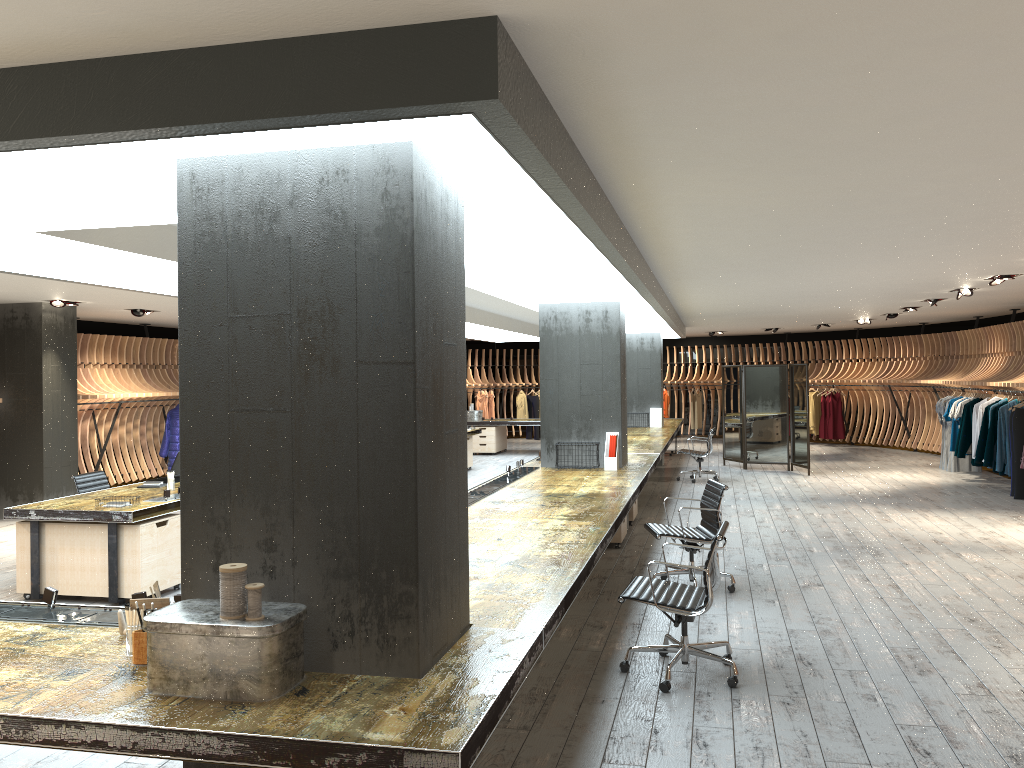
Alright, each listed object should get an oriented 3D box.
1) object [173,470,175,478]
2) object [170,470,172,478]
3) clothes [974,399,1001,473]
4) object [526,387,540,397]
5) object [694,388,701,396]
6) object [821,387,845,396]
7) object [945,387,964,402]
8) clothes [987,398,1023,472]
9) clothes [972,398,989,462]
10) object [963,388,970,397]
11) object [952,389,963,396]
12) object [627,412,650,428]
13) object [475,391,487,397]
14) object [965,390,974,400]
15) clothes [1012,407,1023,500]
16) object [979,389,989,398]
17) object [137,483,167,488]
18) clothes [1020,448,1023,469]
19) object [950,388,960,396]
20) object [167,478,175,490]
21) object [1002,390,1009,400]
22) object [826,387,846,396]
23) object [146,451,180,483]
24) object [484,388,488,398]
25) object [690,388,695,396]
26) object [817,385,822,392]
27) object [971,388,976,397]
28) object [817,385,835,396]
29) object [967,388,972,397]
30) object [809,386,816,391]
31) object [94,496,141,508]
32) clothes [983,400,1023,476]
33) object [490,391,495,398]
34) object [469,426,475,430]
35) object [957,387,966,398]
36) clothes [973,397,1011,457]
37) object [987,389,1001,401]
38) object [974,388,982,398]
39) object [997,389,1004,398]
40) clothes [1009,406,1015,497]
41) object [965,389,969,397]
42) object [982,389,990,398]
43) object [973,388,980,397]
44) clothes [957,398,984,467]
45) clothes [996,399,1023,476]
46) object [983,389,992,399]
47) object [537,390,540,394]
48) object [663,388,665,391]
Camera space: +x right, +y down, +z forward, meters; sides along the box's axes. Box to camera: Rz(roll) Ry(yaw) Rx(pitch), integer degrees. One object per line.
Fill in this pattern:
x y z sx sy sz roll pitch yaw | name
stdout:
-3.107 0.872 8.131 0.007 0.170 0.030 -1 -1 43 | object
-3.121 0.872 8.107 0.030 0.170 0.007 -1 -1 33 | object
7.251 0.761 12.954 0.913 1.081 0.238 -1 0 17 | clothes
0.568 0.215 24.350 0.012 0.270 0.525 0 0 -42 | object
4.940 0.164 23.521 0.012 0.270 0.525 -1 0 33 | object
7.499 0.151 20.736 0.525 0.270 0.012 -1 0 13 | object
7.788 0.190 15.414 0.525 0.270 0.012 -1 0 28 | object
7.212 0.735 12.726 0.715 1.088 0.257 -1 0 8 | clothes
7.393 0.737 13.459 0.733 1.106 0.165 -1 0 18 | clothes
7.631 0.205 14.820 0.523 0.289 0.015 -1 0 23 | object
7.811 0.188 15.549 0.525 0.270 0.012 -1 0 3 | object
2.343 0.685 16.665 0.459 0.289 0.329 -1 0 16 | object
-0.838 0.236 23.986 0.012 0.270 0.525 0 0 -42 | object
7.638 0.206 14.619 0.523 0.291 0.013 -1 0 8 | object
6.986 0.979 11.839 0.539 1.353 0.087 -1 -1 17 | clothes
7.492 0.209 14.062 0.525 0.270 0.012 -1 0 13 | object
-3.395 0.959 8.367 0.213 0.019 0.219 -1 0 -2 | object
6.828 0.862 11.099 0.839 1.312 0.321 -1 0 12 | clothes
7.850 0.187 15.688 0.525 0.270 0.012 -1 0 28 | object
-3.126 0.917 8.127 0.061 0.111 0.061 -1 0 -43 | object
7.235 0.219 12.940 0.525 0.270 0.012 -1 0 18 | object
7.536 0.151 20.643 0.525 0.270 0.012 -1 0 -12 | object
-3.331 0.807 8.720 0.365 0.316 0.373 -1 0 13 | object
-0.727 0.234 24.029 0.012 0.270 0.525 -1 0 -17 | object
4.817 0.165 23.566 0.012 0.270 0.525 -1 0 28 | object
7.301 0.146 21.085 0.525 0.270 0.012 -1 0 -37 | object
7.605 0.209 14.519 0.524 0.285 0.013 -1 0 8 | object
7.422 0.150 20.878 0.525 0.270 0.012 -1 0 -12 | object
7.634 0.199 14.710 0.525 0.270 0.012 -1 0 18 | object
7.198 0.146 21.282 0.525 0.270 0.012 -1 0 13 | object
-3.152 0.946 7.094 0.302 0.074 0.217 -1 0 7 | object
7.179 0.765 12.606 0.913 1.081 0.238 -1 0 12 | clothes
-0.568 0.232 24.069 0.012 0.270 0.525 -1 0 -22 | object
-0.848 0.832 16.796 0.302 0.074 0.217 -1 0 7 | object
7.768 0.192 15.240 0.525 0.270 0.012 -1 0 -2 | object
7.295 0.740 13.287 0.733 1.106 0.165 -1 0 13 | clothes
7.363 0.207 13.493 0.525 0.270 0.012 -1 0 18 | object
7.512 0.212 14.247 0.524 0.284 0.014 -1 0 23 | object
7.312 0.210 13.264 0.525 0.270 0.012 -1 0 13 | object
7.047 0.977 12.022 0.539 1.353 0.087 -1 -1 37 | clothes
7.698 0.196 14.942 0.525 0.270 0.012 -1 0 38 | object
7.485 0.209 13.979 0.525 0.270 0.012 -1 0 13 | object
7.565 0.199 14.411 0.525 0.270 0.012 -1 0 -2 | object
7.460 0.754 13.872 0.913 1.081 0.238 -1 0 17 | clothes
7.115 0.740 12.298 0.715 1.088 0.257 -1 0 18 | clothes
7.443 0.211 13.858 0.525 0.270 0.012 -1 0 18 | object
0.764 0.213 24.386 0.012 0.270 0.525 0 0 -32 | object
4.104 0.169 23.925 0.012 0.270 0.525 -1 0 -7 | object
